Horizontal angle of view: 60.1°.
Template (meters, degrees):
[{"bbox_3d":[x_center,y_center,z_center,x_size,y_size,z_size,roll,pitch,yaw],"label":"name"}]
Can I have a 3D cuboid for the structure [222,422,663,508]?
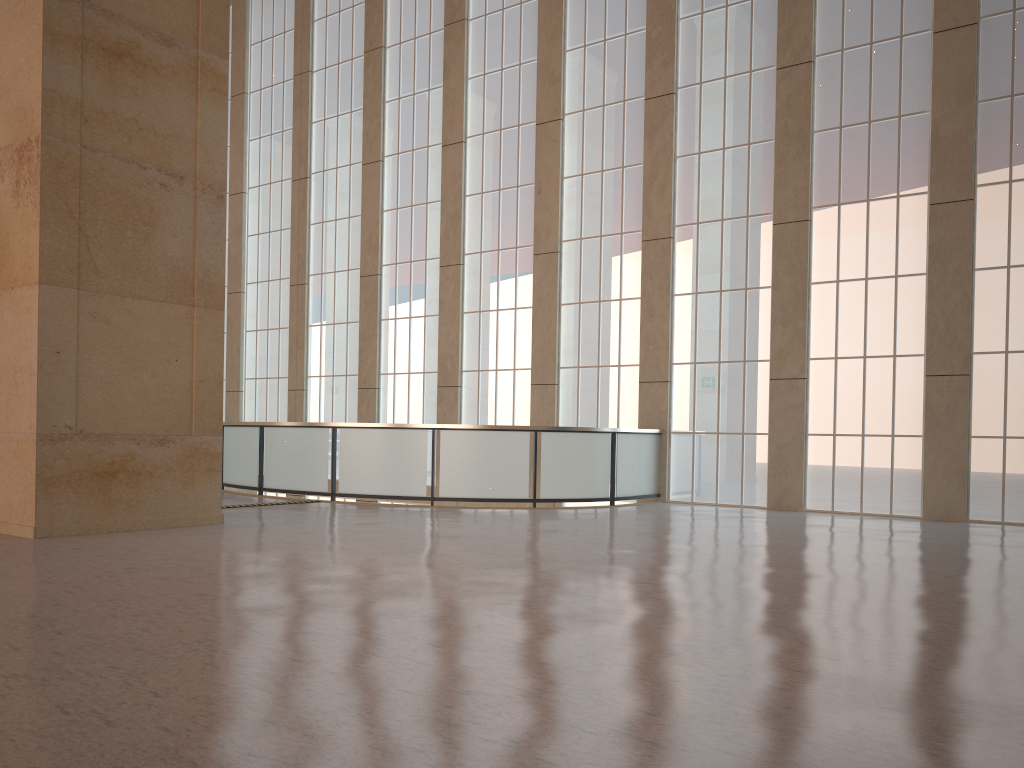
[{"bbox_3d":[-3.288,1.915,22.134,13.071,1.795,5.253,0,-3,25],"label":"structure"}]

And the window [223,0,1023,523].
[{"bbox_3d":[-54.138,1.148,63.497,164.814,28.667,0.010,-1,-1,36],"label":"window"}]
